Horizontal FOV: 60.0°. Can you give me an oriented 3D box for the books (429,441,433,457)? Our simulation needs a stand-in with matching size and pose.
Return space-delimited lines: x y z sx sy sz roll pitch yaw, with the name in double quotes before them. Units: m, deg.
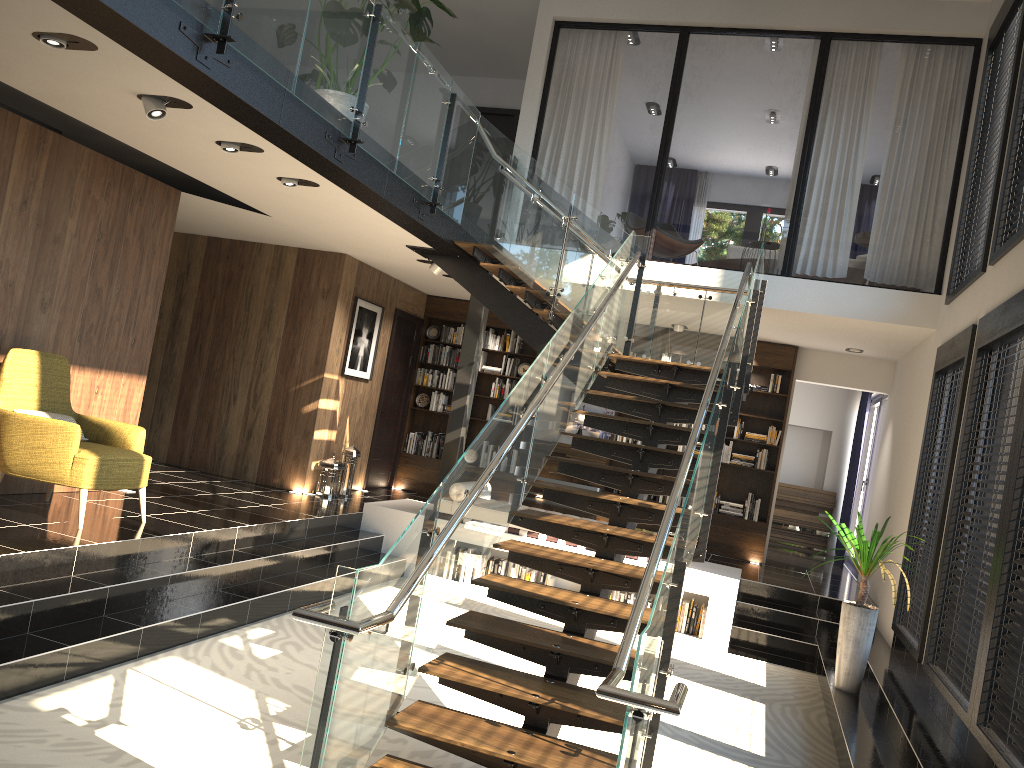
"books" -1.075 0.895 12.139 0.036 0.222 0.174 10 -2 17

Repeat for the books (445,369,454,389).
"books" -0.853 -0.060 12.127 0.018 0.284 0.198 10 -2 17

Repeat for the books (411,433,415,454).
"books" -1.317 0.813 12.193 0.016 0.304 0.218 10 -2 17

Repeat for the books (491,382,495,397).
"books" -0.238 0.079 11.945 0.033 0.211 0.132 10 -2 17

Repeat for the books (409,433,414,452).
"books" -1.354 0.819 12.231 0.030 0.282 0.170 10 -2 17

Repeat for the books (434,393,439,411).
"books" -1.011 0.256 12.167 0.031 0.245 0.120 10 -2 17

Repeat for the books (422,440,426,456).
"books" -1.170 0.879 12.158 0.026 0.222 0.209 10 -2 17

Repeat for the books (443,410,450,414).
"books" -0.793 0.399 12.087 0.262 0.032 0.155 9 -2 19

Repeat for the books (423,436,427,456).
"books" -1.148 0.852 12.142 0.017 0.282 0.233 10 -2 17

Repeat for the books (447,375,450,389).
"books" -0.838 -0.020 12.135 0.018 0.210 0.157 10 -2 16

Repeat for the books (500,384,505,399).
"books" -0.114 0.104 11.893 0.026 0.200 0.154 10 -2 17

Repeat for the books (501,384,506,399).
"books" -0.095 0.109 11.857 0.032 0.195 0.183 10 -2 17

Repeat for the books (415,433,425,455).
"books" -1.263 0.823 12.199 0.020 0.304 0.189 10 -2 17

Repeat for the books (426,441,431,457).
"books" -1.108 0.890 12.150 0.034 0.223 0.209 10 -2 17

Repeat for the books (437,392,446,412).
"books" -0.959 0.247 12.138 0.032 0.279 0.133 10 -2 17

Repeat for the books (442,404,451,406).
"books" -0.781 0.306 12.073 0.292 0.013 0.187 9 -2 19

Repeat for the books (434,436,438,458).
"books" -0.997 0.866 12.099 0.027 0.304 0.204 10 -2 17

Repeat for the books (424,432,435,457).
"books" -1.132 0.824 12.121 0.016 0.341 0.217 10 -2 17

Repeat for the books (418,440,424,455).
"books" -1.225 0.872 12.157 0.021 0.217 0.221 10 -2 17

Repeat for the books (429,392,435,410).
"books" -1.065 0.239 12.146 0.026 0.257 0.192 10 -2 17

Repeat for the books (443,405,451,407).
"books" -0.783 0.321 12.080 0.293 0.016 0.175 9 -2 15

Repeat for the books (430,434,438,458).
"books" -1.047 0.848 12.114 0.016 0.322 0.219 10 -2 17

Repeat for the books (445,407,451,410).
"books" -0.783 0.347 12.091 0.243 0.033 0.142 10 -2 13

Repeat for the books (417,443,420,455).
"books" -1.239 0.874 12.210 0.035 0.212 0.159 10 -2 17

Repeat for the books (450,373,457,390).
"books" -0.792 -0.029 12.133 0.023 0.244 0.133 10 -2 17

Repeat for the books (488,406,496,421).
"books" -0.268 0.397 11.923 0.036 0.206 0.216 10 -2 17

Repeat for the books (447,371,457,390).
"books" -0.818 -0.042 12.119 0.021 0.260 0.197 10 -2 17

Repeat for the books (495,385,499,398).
"books" -0.175 0.104 11.904 0.028 0.180 0.130 10 -2 17

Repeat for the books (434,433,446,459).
"books" -0.978 0.842 12.070 0.019 0.356 0.235 10 -2 17

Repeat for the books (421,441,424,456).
"books" -1.195 0.883 12.176 0.029 0.206 0.167 10 -2 17

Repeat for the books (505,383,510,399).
"books" -0.043 0.105 11.853 0.027 0.219 0.139 10 -2 17

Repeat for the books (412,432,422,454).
"books" -1.304 0.814 12.183 0.015 0.306 0.223 10 -2 17

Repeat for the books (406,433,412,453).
"books" -1.379 0.814 12.220 0.014 0.282 0.233 10 -2 17

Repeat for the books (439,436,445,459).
"books" -0.946 0.868 12.083 0.042 0.315 0.193 10 -2 17

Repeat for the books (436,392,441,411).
"books" -0.984 0.250 12.153 0.024 0.265 0.148 10 -2 16

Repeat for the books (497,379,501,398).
"books" -0.151 0.071 11.892 0.014 0.253 0.169 10 -2 17

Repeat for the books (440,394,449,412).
"books" -0.927 0.266 12.146 0.030 0.253 0.138 10 -2 17

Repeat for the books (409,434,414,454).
"books" -1.339 0.827 12.193 0.022 0.269 0.216 10 -2 17

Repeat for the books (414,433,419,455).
"books" -1.279 0.822 12.210 0.018 0.301 0.196 10 -2 17

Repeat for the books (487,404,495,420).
"books" -0.289 0.386 11.960 0.028 0.224 0.161 10 -2 17

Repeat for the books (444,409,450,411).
"books" -0.787 0.373 12.090 0.266 0.021 0.152 9 -2 15

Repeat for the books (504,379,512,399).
"books" -0.057 0.072 11.871 0.020 0.281 0.153 10 -2 17

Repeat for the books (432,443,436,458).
"books" -1.029 0.910 12.124 0.033 0.208 0.192 10 -2 17

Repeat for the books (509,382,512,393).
"books" -0.009 0.102 11.868 0.030 0.239 0.146 10 -2 17

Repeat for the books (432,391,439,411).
"books" -1.039 0.235 12.150 0.018 0.275 0.144 10 -2 16

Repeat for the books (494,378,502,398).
"books" -0.191 0.055 11.907 0.019 0.272 0.176 10 -2 17

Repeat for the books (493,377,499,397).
"books" -0.206 0.049 11.930 0.025 0.280 0.145 10 -2 17

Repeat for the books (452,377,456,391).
"books" -0.783 0.004 12.117 0.015 0.181 0.136 10 -2 16

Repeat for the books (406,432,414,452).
"books" -1.392 0.811 12.257 0.032 0.288 0.180 10 -2 17

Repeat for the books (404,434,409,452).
"books" -1.426 0.818 12.259 0.032 0.261 0.195 10 -2 17

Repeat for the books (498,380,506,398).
"books" -0.137 0.073 11.879 0.021 0.253 0.168 10 -2 17
